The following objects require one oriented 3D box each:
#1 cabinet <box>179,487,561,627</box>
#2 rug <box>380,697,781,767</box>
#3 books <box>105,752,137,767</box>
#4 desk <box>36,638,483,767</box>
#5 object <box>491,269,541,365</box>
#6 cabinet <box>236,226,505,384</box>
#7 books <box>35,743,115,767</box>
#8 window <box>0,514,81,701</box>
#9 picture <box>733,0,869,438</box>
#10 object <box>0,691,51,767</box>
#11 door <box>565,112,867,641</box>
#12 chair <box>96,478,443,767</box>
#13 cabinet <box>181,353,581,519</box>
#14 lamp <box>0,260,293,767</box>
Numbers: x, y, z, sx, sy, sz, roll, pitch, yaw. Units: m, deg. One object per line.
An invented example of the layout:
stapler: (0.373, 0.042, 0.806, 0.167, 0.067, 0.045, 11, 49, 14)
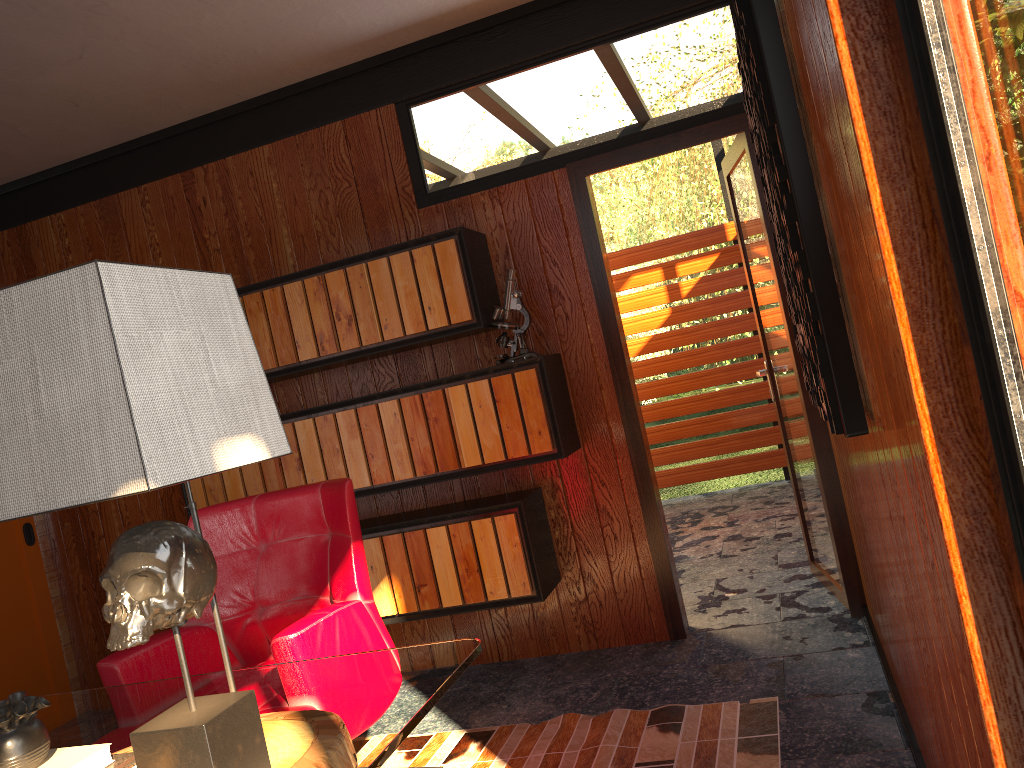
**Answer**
cabinet: (-0.658, 0.790, 3.697, 1.653, 0.390, 0.321, -12, 0, 16)
rug: (-0.647, 1.281, 1.944, 2.439, 0.042, 2.410, -12, 0, 16)
books: (-0.777, 0.650, 1.333, 0.366, 0.040, 0.286, -12, 0, 16)
desk: (-1.028, 1.049, 1.520, 1.900, 0.632, 1.150, -12, 0, 16)
object: (-0.018, -0.258, 3.408, 0.142, 0.354, 0.181, -12, 0, -37)
cabinet: (-0.885, -0.241, 3.698, 1.653, 0.390, 0.321, -12, 0, 16)
books: (-0.776, 0.614, 1.349, 0.249, 0.029, 0.198, -12, 0, 18)
window: (-2.573, 0.640, 3.448, 0.070, 2.164, 1.837, -12, 0, 17)
picture: (0.615, -0.361, 1.966, 0.061, 0.873, 0.916, -12, 0, 16)
object: (-0.778, 0.542, 1.359, 0.121, 0.114, 0.118, -12, 0, 10)
door: (0.873, -0.012, 3.750, 0.751, 1.955, 0.734, -12, 0, 16)
chair: (-0.669, 0.808, 2.491, 0.621, 0.956, 0.839, -12, 0, 16)
cabinet: (-0.582, 0.246, 3.642, 1.653, 0.390, 0.321, -12, 0, 16)
lamp: (-0.493, 0.233, 1.195, 0.316, 0.732, 0.316, -12, 0, 16)
